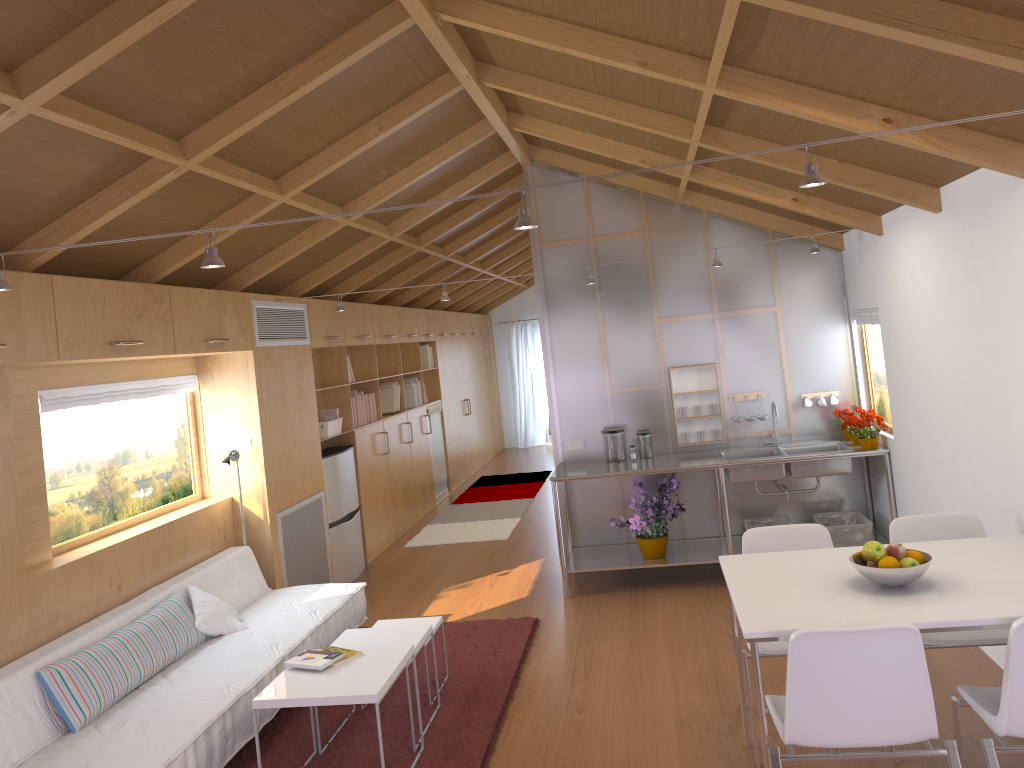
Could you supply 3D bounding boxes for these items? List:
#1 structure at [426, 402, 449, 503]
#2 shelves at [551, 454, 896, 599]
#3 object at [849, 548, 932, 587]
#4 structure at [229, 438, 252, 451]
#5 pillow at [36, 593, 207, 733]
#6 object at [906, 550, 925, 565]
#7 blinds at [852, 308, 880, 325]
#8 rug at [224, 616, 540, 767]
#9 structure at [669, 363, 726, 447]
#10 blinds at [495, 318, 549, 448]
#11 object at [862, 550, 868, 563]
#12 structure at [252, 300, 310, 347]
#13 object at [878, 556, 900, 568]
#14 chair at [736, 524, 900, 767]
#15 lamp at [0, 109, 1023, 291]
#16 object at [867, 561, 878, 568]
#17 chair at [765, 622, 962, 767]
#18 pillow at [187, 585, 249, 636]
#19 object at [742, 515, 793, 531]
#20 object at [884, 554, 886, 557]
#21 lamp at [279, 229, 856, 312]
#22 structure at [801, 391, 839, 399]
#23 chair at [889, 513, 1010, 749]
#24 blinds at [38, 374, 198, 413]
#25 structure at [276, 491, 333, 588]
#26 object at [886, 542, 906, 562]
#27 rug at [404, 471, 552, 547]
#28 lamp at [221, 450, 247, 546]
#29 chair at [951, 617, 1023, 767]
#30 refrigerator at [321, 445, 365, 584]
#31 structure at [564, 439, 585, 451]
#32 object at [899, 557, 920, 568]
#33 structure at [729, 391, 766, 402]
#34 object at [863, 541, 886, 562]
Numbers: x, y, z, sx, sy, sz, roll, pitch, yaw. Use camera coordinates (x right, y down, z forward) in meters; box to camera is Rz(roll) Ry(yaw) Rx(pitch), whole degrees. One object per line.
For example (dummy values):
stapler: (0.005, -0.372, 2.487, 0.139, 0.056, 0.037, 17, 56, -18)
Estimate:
structure: (-0.957, 0.771, 10.008, 0.315, 1.081, 0.725, -6, -1, 9)
shelves: (1.367, 0.887, 5.864, 2.089, 0.754, 0.632, -6, 0, 8)
object: (1.256, 0.620, 2.924, 0.256, 0.091, 0.254, -8, 3, -39)
structure: (-1.705, 0.380, 5.551, 0.142, 0.071, 0.011, -6, -2, 8)
pillow: (-1.687, 1.203, 3.941, 0.171, 0.252, 1.043, -6, 2, 9)
object: (1.329, 0.585, 2.927, 0.068, 0.066, 0.067, -6, 1, -37)
blinds: (2.287, -0.432, 5.674, 0.047, 0.111, 0.725, -6, 2, 9)
rug: (-0.954, 1.590, 4.218, 1.882, 0.020, 2.483, -6, 3, 9)
structure: (1.292, 0.145, 6.171, 0.327, 0.546, 0.076, -6, -2, 8)
blinds: (1.216, -0.122, 14.044, 2.844, 2.041, 0.233, -6, -2, 8)
object: (1.223, 0.579, 3.001, 0.068, 0.068, 0.067, -6, 0, -16)
structure: (-1.570, -0.411, 6.045, 0.013, 0.301, 0.904, -6, 2, 9)
object: (1.222, 0.592, 2.864, 0.068, 0.068, 0.067, -6, 0, -16)
chair: (1.161, 0.999, 3.537, 0.530, 0.787, 0.547, -6, 0, 9)
lamp: (-0.169, -0.506, 2.584, 3.823, 0.153, 0.072, -6, -1, 8)
object: (1.220, 0.609, 2.934, 0.080, 0.089, 0.077, -6, 0, -32)
chair: (1.026, 1.055, 2.639, 0.530, 0.787, 0.547, -6, 0, 9)
pillow: (-1.519, 1.156, 4.547, 0.268, 0.252, 0.344, -6, 1, -27)
object: (1.677, 0.986, 5.746, 0.298, 0.159, 0.415, -6, 2, 9)
object: (1.284, 0.590, 2.973, 0.071, 0.078, 0.068, -6, 0, -44)
lamp: (0.302, -0.702, 5.741, 3.823, 0.153, 0.072, -6, -1, 8)
structure: (2.118, 0.076, 6.067, 0.250, 0.032, 0.041, -6, 1, 8)
chair: (1.746, 0.940, 3.451, 0.530, 0.787, 0.547, -6, 0, 9)
blinds: (-2.106, 0.037, 4.859, 0.047, 0.111, 1.499, -6, 3, 9)
structure: (-1.397, 1.160, 6.018, 0.013, 0.722, 0.820, -6, 1, 9)
object: (1.268, 0.557, 2.920, 0.062, 0.067, 0.063, -6, 0, -43)
rug: (-0.220, 1.271, 9.515, 0.915, 0.011, 3.725, -6, 3, 9)
lamp: (-1.628, 0.998, 5.393, 0.183, 1.200, 0.253, -6, -2, -16)
chair: (1.611, 0.996, 2.553, 0.530, 0.787, 0.547, -6, 0, 9)
refrigerator: (-1.374, 1.018, 6.876, 0.261, 0.989, 0.713, -6, 0, 9)
structure: (0.445, 0.438, 6.328, 0.142, 0.071, 0.011, -6, -2, 8)
object: (1.290, 0.598, 2.870, 0.070, 0.069, 0.077, -6, 1, 9)
structure: (1.637, 0.087, 6.151, 0.250, 0.051, 0.016, -6, -1, 8)
object: (1.192, 0.551, 2.909, 0.070, 0.069, 0.077, -6, 1, 9)
